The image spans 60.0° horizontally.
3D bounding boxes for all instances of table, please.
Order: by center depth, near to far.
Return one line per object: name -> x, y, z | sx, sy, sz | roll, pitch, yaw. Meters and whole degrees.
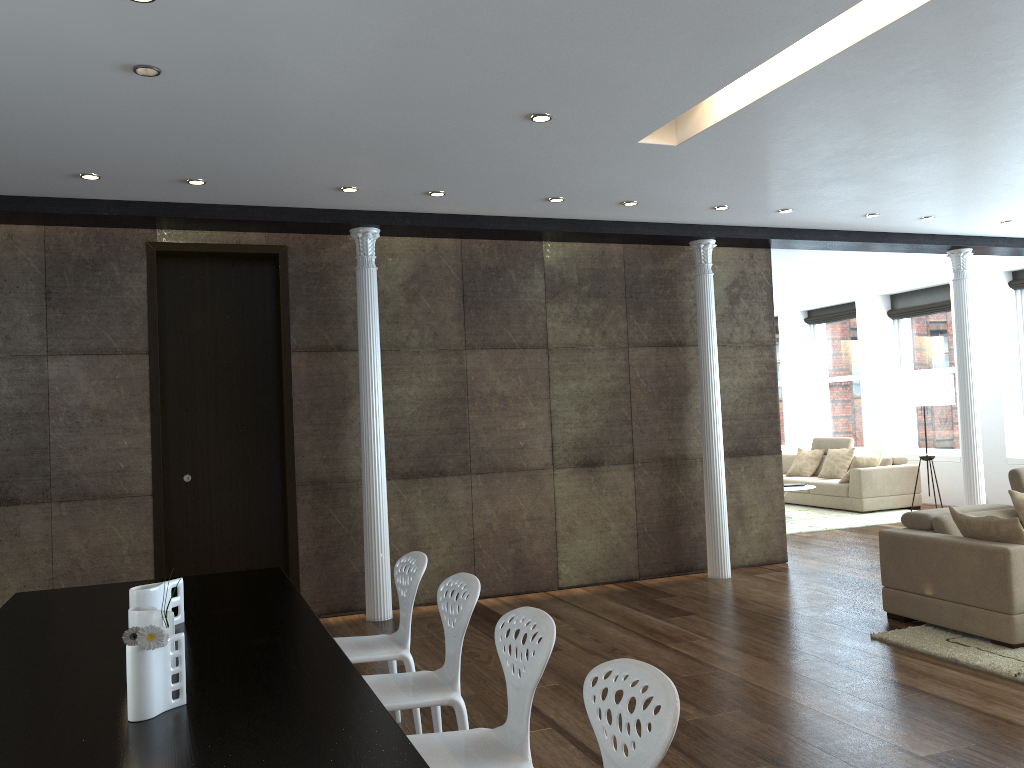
table -> -1.134, 1.234, 2.731 | 1.200, 0.733, 3.400 | -2, -2, -21
table -> 3.324, 1.507, 11.232 | 1.022, 0.393, 1.022 | -3, -2, 24

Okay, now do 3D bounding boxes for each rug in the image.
rug -> 4.705, 1.417, 4.805 | 4.231, 0.020, 2.972 | -2, -2, -21
rug -> 3.282, 1.751, 12.225 | 2.972, 0.020, 4.231 | -2, -2, -21

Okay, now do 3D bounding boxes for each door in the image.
door -> -2.181, 0.385, 6.693 | 1.000, 2.814, 0.510 | -2, -2, -21

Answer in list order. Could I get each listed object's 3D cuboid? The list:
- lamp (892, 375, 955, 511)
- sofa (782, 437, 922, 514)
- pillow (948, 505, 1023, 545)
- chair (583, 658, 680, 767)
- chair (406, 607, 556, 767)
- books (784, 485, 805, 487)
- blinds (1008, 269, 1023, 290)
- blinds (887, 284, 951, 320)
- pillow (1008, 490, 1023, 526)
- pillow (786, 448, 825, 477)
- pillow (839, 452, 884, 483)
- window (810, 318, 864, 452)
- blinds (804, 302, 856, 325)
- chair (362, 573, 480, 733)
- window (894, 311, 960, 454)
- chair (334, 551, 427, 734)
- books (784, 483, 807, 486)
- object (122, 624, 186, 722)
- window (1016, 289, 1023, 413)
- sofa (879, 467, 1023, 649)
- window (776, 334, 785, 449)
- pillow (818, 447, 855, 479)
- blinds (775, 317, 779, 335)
lamp -> 5.145, 0.767, 11.009 | 0.698, 1.728, 0.698 | -3, -2, 3
sofa -> 4.453, 1.251, 12.670 | 1.018, 0.950, 2.581 | -2, -2, -21
pillow -> 2.946, 0.939, 5.336 | 0.395, 0.393, 0.518 | -2, -2, -17
chair -> 0.089, 1.103, 2.028 | 0.581, 0.835, 0.495 | -2, -2, -21
chair -> -0.153, 1.138, 2.686 | 0.581, 0.835, 0.495 | -2, -2, -21
books -> 3.578, 1.298, 11.323 | 0.300, 0.010, 0.220 | -3, -2, 14
blinds -> 6.534, -1.322, 10.500 | 0.156, 0.275, 1.396 | -2, -2, -21
blinds -> 5.811, -1.160, 12.431 | 0.156, 0.393, 1.342 | -2, -2, -21
pillow -> 3.573, 0.908, 5.827 | 0.534, 0.439, 0.301 | -2, -2, -17
pillow -> 4.317, 1.151, 13.020 | 0.368, 0.416, 0.519 | -1, -2, -25
pillow -> 4.593, 1.100, 11.646 | 0.518, 0.393, 0.395 | -2, -2, -24
window -> 5.283, -0.060, 14.094 | 0.123, 2.400, 1.444 | -2, -2, -21
blinds -> 5.179, -1.130, 14.109 | 0.156, 0.275, 1.442 | -2, -2, -21
chair -> -0.403, 1.174, 3.378 | 0.581, 0.835, 0.495 | -2, -2, -21
window -> 5.913, -0.149, 12.416 | 0.123, 2.400, 1.345 | -2, -2, -21
chair -> -0.666, 1.209, 4.022 | 0.581, 0.835, 0.495 | -2, -2, -21
books -> 3.584, 1.289, 11.348 | 0.300, 0.010, 0.220 | -2, -2, -6
object -> -0.901, 0.723, 2.255 | 0.161, 0.233, 0.076 | -1, -3, -39
window -> 6.639, -0.251, 10.482 | 0.123, 2.400, 1.391 | -2, -2, -21
sofa -> 3.821, 1.030, 5.899 | 2.581, 0.950, 1.021 | -2, -2, -21
window -> 8.276, 0.772, 23.697 | 34.761, 17.917, 13.698 | -2, -2, -21
pillow -> 4.548, 1.109, 12.441 | 0.301, 0.439, 0.534 | -2, -2, -24
blinds -> 4.543, -1.014, 15.806 | 0.156, 0.327, 1.377 | -2, -2, -21
